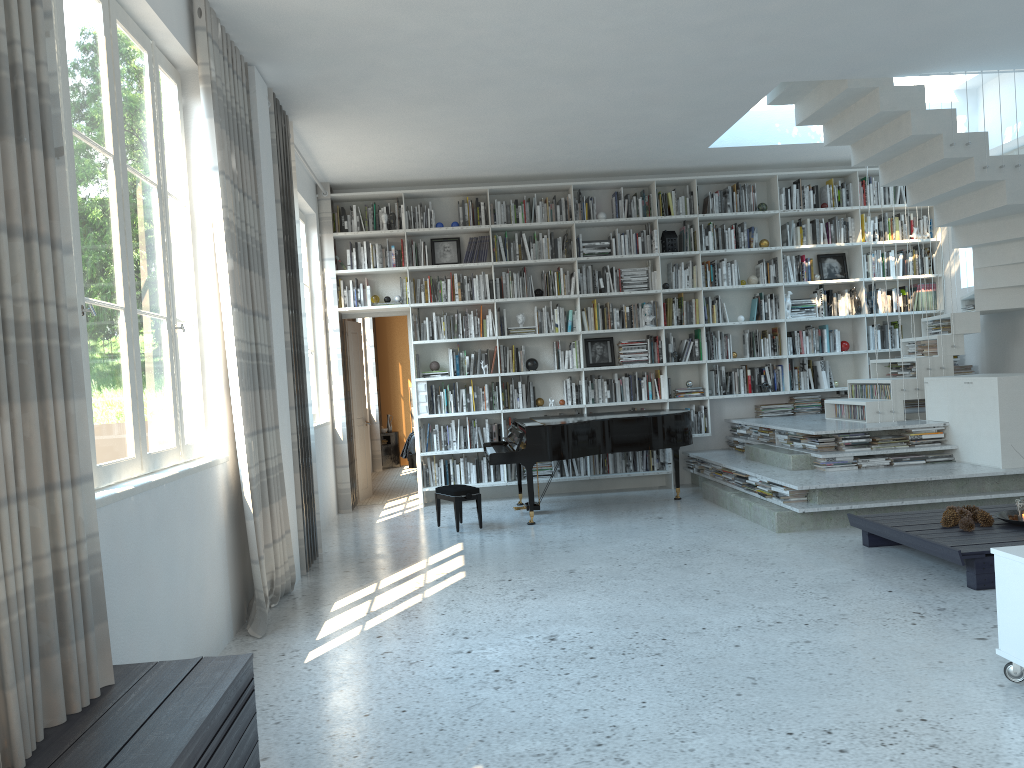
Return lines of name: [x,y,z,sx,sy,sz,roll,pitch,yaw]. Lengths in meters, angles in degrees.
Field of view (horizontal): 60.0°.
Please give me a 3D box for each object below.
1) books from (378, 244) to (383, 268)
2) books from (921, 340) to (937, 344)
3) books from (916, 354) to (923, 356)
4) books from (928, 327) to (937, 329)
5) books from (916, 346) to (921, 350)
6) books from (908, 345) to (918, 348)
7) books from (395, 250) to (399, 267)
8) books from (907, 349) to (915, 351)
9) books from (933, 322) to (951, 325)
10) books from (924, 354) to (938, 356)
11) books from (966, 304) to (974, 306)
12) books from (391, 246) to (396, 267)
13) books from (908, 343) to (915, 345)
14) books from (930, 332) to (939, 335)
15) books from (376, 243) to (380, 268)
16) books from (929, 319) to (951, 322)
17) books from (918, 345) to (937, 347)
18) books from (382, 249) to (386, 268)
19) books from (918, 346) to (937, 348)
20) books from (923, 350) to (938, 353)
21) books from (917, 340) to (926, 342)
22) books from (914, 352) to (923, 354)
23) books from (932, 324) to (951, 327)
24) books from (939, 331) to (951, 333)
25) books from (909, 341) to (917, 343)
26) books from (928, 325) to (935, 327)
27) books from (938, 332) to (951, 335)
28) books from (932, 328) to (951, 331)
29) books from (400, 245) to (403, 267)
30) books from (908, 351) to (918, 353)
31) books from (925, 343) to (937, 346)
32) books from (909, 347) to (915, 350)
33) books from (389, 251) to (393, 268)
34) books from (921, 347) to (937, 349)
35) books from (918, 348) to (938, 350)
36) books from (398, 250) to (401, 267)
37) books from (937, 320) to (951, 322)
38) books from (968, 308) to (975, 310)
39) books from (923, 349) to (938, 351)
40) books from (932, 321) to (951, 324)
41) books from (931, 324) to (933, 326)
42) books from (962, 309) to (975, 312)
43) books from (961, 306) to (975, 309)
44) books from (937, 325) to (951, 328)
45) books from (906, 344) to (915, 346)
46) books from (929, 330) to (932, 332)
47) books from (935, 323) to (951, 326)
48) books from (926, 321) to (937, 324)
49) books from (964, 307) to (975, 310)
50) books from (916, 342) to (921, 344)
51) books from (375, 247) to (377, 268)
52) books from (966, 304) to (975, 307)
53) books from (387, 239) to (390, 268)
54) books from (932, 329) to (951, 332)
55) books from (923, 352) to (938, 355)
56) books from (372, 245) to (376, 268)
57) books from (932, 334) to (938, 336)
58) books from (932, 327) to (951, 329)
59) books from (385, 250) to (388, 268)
books: [-1.313,-1.263,8.896,0.030,0.251,0.165,-4,1,-4]
books: [3.707,-0.373,7.743,0.234,0.025,0.157,-3,1,33]
books: [3.768,-0.271,8.022,0.184,0.016,0.128,-4,0,3]
books: [3.988,-0.530,8.249,0.171,0.011,0.231,-4,0,7]
books: [3.765,-0.328,7.979,0.178,0.036,0.222,-4,0,1]
books: [3.826,-0.356,8.267,0.149,0.017,0.239,-4,0,-6]
books: [-1.155,-1.245,8.932,0.029,0.196,0.146,-4,1,-4]
books: [3.832,-0.324,8.268,0.145,0.012,0.297,-4,0,-5]
books: [3.918,-0.548,7.960,0.174,0.009,0.240,-4,0,5]
books: [3.720,-0.257,7.756,0.206,0.012,0.183,-3,1,23]
books: [4.366,-0.744,8.275,0.160,0.008,0.239,-4,0,5]
books: [-1.183,-1.260,8.901,0.029,0.229,0.191,-4,1,-4]
books: [3.819,-0.382,8.266,0.157,0.014,0.180,-4,0,-8]
books: [4.004,-0.476,8.248,0.149,0.014,0.228,-4,0,8]
books: [-1.341,-1.266,8.894,0.025,0.261,0.167,-4,1,-4]
books: [3.990,-0.589,8.247,0.165,0.014,0.235,-3,0,13]
books: [3.704,-0.336,7.735,0.295,0.007,0.146,-3,1,30]
books: [-1.284,-1.245,8.916,0.028,0.212,0.138,-4,1,-4]
books: [3.705,-0.329,7.735,0.295,0.007,0.146,-3,1,26]
books: [3.714,-0.288,7.748,0.222,0.011,0.180,-3,1,27]
books: [3.761,-0.391,7.997,0.155,0.009,0.155,-4,0,-4]
books: [3.768,-0.286,7.992,0.200,0.014,0.177,-4,0,0]
books: [3.915,-0.528,7.961,0.176,0.007,0.254,-4,0,4]
books: [3.940,-0.469,7.960,0.130,0.014,0.249,-4,0,9]
books: [3.821,-0.397,8.266,0.157,0.014,0.180,-4,0,-6]
books: [3.989,-0.547,8.248,0.168,0.005,0.292,-3,0,14]
books: [3.940,-0.456,7.960,0.136,0.013,0.258,-4,0,8]
books: [3.908,-0.494,7.962,0.191,0.014,0.243,-4,0,9]
books: [-1.109,-1.268,8.934,0.014,0.236,0.143,-4,1,-4]
books: [3.833,-0.302,8.268,0.138,0.010,0.254,-4,0,-7]
books: [3.712,-0.348,7.750,0.184,0.016,0.179,-3,1,24]
books: [3.833,-0.339,8.268,0.143,0.019,0.230,-4,0,-5]
books: [-1.213,-1.235,8.921,0.031,0.182,0.151,-4,1,-4]
books: [3.713,-0.320,7.749,0.232,0.011,0.171,-3,1,32]
books: [3.706,-0.311,7.735,0.295,0.006,0.146,-3,1,30]
books: [-1.126,-1.243,8.919,0.026,0.188,0.154,-4,1,-4]
books: [3.936,-0.569,7.957,0.134,0.007,0.298,-4,0,5]
books: [4.376,-0.702,8.275,0.145,0.010,0.266,-4,0,5]
books: [3.707,-0.300,7.735,0.214,0.014,0.138,-3,1,23]
books: [3.908,-0.558,7.960,0.191,0.013,0.243,-4,0,7]
books: [4.008,-0.559,8.244,0.136,0.017,0.298,-4,0,12]
books: [4.354,-0.691,8.278,0.182,0.011,0.253,-4,0,3]
books: [4.348,-0.719,8.278,0.184,0.006,0.262,-4,0,2]
books: [3.926,-0.519,7.960,0.154,0.014,0.196,-4,0,9]
books: [3.809,-0.369,8.266,0.173,0.011,0.203,-4,0,-9]
books: [3.991,-0.499,8.249,0.166,0.018,0.264,-3,0,15]
books: [3.928,-0.538,7.959,0.144,0.011,0.257,-4,0,3]
books: [3.982,-0.574,8.249,0.190,0.015,0.230,-4,0,10]
books: [4.353,-0.711,8.277,0.169,0.010,0.282,-4,0,11]
books: [3.762,-0.378,7.992,0.166,0.017,0.190,-4,0,-1]
books: [-1.360,-1.250,8.924,0.011,0.231,0.135,-4,1,-4]
books: [4.361,-0.732,8.276,0.150,0.017,0.288,-4,0,11]
books: [-1.237,-1.294,8.903,0.012,0.303,0.189,-4,1,-4]
books: [3.910,-0.481,7.962,0.182,0.013,0.287,-4,0,10]
books: [3.717,-0.269,7.750,0.215,0.013,0.189,-3,1,28]
books: [-1.375,-1.255,8.894,0.021,0.244,0.173,-4,1,-4]
books: [4.012,-0.462,8.247,0.146,0.014,0.211,-4,0,11]
books: [3.916,-0.507,7.961,0.187,0.009,0.261,-4,0,6]
books: [-1.256,-1.240,8.927,0.029,0.197,0.144,-4,1,-4]
